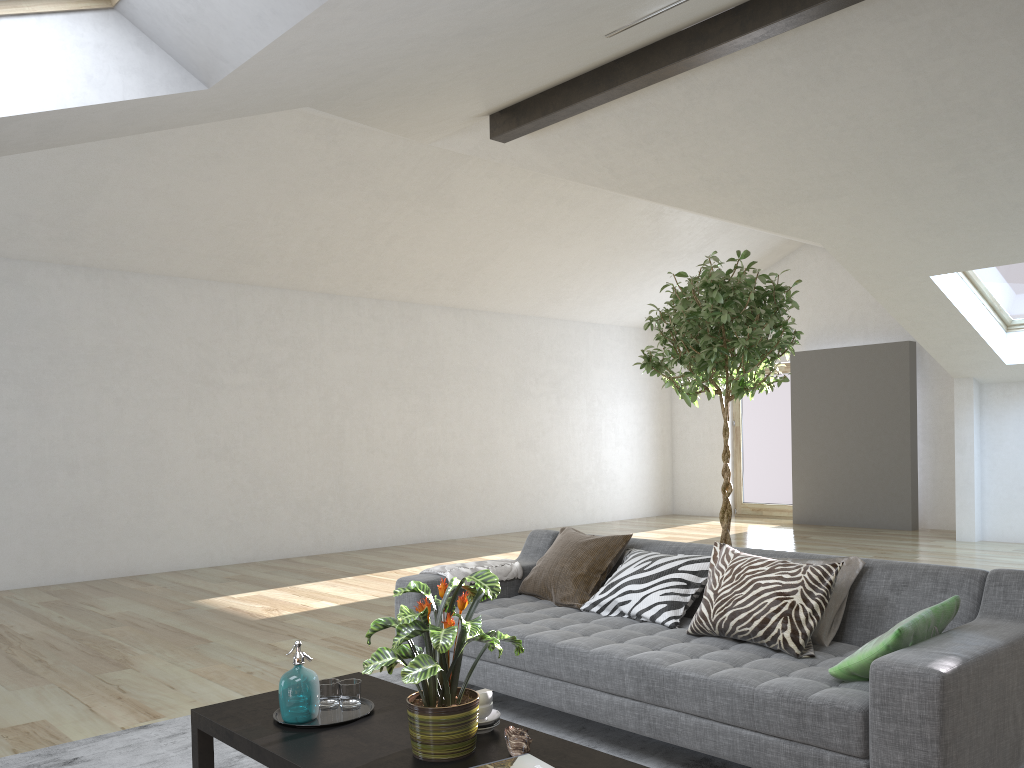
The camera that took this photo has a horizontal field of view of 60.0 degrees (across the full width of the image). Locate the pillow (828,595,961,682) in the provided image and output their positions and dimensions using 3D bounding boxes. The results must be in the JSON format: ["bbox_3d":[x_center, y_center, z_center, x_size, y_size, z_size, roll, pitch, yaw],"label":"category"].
[{"bbox_3d":[1.183,0.787,2.722,0.442,0.261,0.228,1,-2,-41],"label":"pillow"}]

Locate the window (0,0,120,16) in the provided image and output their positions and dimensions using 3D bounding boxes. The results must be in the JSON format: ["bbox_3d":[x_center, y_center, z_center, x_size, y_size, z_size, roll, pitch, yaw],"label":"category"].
[{"bbox_3d":[-1.571,-1.100,2.214,1.904,0.729,1.471,2,-4,-42],"label":"window"}]

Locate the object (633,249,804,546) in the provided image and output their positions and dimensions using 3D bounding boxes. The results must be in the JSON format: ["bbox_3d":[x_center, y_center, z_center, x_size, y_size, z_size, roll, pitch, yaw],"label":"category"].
[{"bbox_3d":[0.985,0.387,4.243,0.791,2.021,0.821,-1,0,26],"label":"object"}]

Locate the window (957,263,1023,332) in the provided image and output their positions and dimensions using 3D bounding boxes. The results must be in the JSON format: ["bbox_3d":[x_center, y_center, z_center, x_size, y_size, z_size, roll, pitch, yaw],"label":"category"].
[{"bbox_3d":[4.684,-0.860,7.911,1.904,0.729,1.471,2,-4,-42],"label":"window"}]

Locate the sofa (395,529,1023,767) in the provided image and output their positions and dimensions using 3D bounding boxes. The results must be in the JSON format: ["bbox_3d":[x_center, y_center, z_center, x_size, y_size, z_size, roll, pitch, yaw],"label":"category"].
[{"bbox_3d":[0.649,1.015,3.506,1.026,0.683,2.459,1,-4,-42],"label":"sofa"}]

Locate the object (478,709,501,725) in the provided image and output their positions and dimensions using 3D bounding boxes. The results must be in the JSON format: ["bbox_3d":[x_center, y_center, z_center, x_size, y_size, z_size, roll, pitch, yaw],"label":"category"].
[{"bbox_3d":[-0.092,0.959,2.543,0.117,0.024,0.125,-5,-5,43],"label":"object"}]

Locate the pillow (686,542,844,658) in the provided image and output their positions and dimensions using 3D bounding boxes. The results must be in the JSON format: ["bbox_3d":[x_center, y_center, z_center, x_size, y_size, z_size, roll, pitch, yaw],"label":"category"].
[{"bbox_3d":[0.904,0.768,3.219,0.280,0.340,0.558,-1,-2,-38],"label":"pillow"}]

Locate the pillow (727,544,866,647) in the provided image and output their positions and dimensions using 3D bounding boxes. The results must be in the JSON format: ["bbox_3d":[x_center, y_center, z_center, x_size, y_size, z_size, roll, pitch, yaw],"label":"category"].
[{"bbox_3d":[0.989,0.802,3.387,0.263,0.318,0.641,0,-3,-41],"label":"pillow"}]

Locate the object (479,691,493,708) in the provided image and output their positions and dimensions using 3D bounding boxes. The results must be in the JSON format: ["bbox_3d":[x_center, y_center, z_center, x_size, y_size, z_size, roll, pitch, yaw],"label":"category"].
[{"bbox_3d":[-0.096,0.909,2.541,0.085,0.068,0.076,0,-2,-28],"label":"object"}]

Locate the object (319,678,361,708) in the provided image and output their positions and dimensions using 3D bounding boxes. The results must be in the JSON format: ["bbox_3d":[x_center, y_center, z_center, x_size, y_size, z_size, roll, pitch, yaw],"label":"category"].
[{"bbox_3d":[-0.591,0.959,2.788,0.233,0.107,0.098,0,-1,-16],"label":"object"}]

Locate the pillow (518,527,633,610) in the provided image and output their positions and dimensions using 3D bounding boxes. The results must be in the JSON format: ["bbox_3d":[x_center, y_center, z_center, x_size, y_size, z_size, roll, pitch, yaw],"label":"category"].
[{"bbox_3d":[0.278,0.860,4.174,0.308,0.338,0.580,-1,-2,-32],"label":"pillow"}]

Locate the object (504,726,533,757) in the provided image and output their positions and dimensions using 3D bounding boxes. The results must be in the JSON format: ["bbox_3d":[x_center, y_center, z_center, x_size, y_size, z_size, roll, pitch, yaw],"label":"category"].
[{"bbox_3d":[0.009,0.940,2.323,0.068,0.078,0.127,-1,-2,16],"label":"object"}]

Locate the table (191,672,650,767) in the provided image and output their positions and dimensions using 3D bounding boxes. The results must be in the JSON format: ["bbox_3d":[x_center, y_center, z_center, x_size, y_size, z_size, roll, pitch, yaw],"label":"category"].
[{"bbox_3d":[-0.262,1.148,2.436,0.621,0.325,1.549,1,-4,-42],"label":"table"}]

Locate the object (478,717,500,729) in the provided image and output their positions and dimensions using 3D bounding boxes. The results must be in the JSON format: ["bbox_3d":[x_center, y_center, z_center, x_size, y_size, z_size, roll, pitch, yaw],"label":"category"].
[{"bbox_3d":[-0.095,0.969,2.541,0.121,0.021,0.121,-1,-4,-2],"label":"object"}]

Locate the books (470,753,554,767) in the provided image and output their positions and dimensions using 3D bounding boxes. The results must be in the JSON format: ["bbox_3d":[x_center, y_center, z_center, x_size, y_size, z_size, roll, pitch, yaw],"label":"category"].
[{"bbox_3d":[-0.027,0.875,1.964,0.254,0.019,0.159,1,-4,-33],"label":"books"}]

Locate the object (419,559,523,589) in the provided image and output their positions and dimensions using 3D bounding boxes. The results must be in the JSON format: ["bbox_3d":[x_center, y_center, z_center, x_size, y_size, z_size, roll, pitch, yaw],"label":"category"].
[{"bbox_3d":[-0.207,1.056,4.272,0.481,0.419,0.358,0,-2,-39],"label":"object"}]

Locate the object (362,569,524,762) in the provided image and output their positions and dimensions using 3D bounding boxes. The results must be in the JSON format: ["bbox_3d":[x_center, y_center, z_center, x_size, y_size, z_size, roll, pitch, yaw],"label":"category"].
[{"bbox_3d":[-0.175,0.761,2.395,0.372,0.526,0.442,-1,-1,23],"label":"object"}]

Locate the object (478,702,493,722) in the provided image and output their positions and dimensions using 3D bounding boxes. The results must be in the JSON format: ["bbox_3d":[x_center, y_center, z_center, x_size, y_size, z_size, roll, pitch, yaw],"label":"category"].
[{"bbox_3d":[-0.094,0.938,2.541,0.077,0.050,0.084,-2,-3,25],"label":"object"}]

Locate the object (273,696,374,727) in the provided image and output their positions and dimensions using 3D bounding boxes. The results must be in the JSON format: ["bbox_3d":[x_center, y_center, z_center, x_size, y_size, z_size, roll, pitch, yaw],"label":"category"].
[{"bbox_3d":[-0.575,1.005,2.722,0.309,0.012,0.292,1,-4,-28],"label":"object"}]

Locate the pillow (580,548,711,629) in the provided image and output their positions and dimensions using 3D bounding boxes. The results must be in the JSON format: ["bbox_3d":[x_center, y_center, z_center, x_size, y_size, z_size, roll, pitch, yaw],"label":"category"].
[{"bbox_3d":[0.589,0.859,3.764,0.358,0.283,0.560,0,-3,-42],"label":"pillow"}]

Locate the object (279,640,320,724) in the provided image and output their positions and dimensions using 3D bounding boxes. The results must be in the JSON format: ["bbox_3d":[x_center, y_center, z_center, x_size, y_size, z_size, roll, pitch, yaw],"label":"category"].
[{"bbox_3d":[-0.639,0.887,2.663,0.121,0.239,0.117,-1,0,-17],"label":"object"}]

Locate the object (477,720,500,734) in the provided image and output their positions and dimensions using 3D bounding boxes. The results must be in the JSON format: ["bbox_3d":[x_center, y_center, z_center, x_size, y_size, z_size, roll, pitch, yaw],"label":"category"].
[{"bbox_3d":[-0.095,0.978,2.541,0.121,0.021,0.121,-1,-4,-2],"label":"object"}]
